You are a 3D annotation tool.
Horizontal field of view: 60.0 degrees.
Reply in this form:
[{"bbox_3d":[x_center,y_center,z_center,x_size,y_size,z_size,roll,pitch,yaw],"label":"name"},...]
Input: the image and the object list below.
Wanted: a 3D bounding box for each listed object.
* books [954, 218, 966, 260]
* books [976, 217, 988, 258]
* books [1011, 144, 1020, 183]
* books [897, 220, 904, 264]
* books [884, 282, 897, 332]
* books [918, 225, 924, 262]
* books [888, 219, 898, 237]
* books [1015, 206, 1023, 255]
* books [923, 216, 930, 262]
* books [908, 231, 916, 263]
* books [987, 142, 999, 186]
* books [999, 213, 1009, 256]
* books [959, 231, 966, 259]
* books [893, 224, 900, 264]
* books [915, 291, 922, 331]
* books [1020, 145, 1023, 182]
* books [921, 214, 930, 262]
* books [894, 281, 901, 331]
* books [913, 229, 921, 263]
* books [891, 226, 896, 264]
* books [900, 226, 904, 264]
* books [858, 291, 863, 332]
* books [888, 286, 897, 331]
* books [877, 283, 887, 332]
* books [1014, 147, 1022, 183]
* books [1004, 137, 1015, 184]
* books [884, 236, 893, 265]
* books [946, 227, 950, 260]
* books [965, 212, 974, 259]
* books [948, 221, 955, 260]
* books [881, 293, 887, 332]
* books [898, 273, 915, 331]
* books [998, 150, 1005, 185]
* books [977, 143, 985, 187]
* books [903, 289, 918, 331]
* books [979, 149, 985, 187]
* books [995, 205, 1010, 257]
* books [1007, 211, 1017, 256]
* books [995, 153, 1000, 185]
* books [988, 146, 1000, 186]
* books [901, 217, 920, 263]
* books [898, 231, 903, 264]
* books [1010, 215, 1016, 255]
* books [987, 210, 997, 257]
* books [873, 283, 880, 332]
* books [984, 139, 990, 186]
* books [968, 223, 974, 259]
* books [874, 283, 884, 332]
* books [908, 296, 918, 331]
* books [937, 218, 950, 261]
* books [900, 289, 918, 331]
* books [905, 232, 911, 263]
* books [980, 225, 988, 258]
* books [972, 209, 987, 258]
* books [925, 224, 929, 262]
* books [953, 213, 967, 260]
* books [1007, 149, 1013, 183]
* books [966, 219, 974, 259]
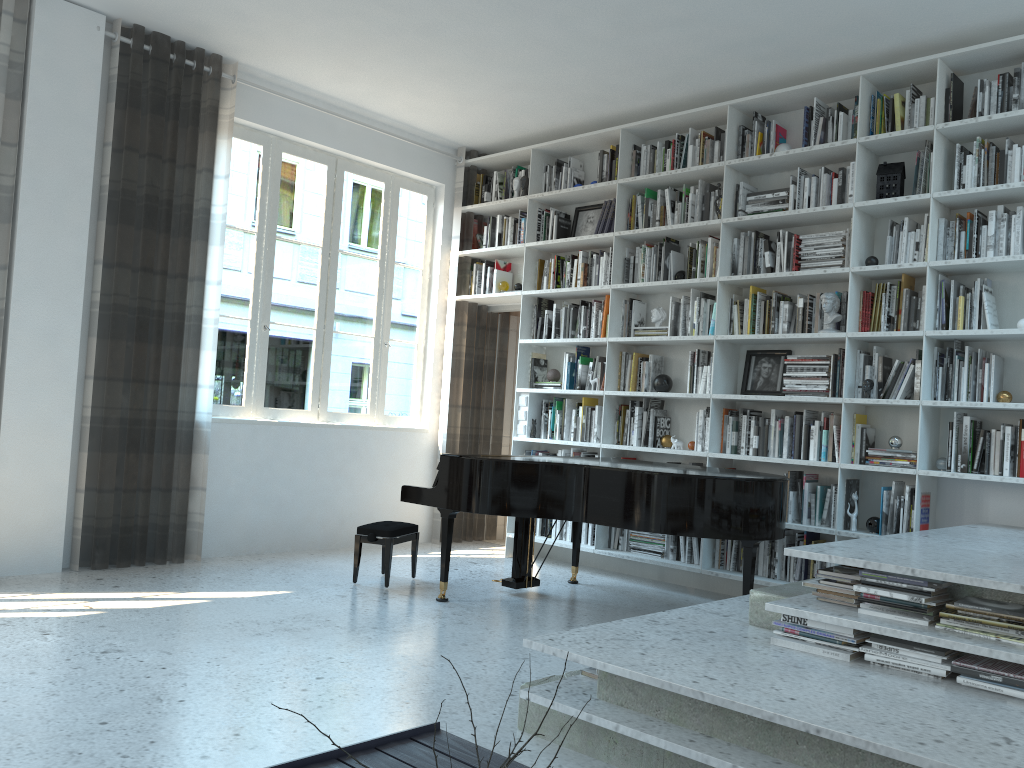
[{"bbox_3d":[2.423,-0.755,4.774,0.014,0.247,0.176,2,-3,44],"label":"books"},{"bbox_3d":[2.497,-0.748,4.699,0.022,0.237,0.164,2,-3,44],"label":"books"},{"bbox_3d":[2.633,-1.110,4.612,0.023,0.236,0.149,2,-2,44],"label":"books"},{"bbox_3d":[2.209,-0.773,4.995,0.019,0.275,0.146,2,-2,44],"label":"books"},{"bbox_3d":[2.145,-0.417,5.007,0.019,0.294,0.164,2,-2,44],"label":"books"},{"bbox_3d":[2.288,-0.750,4.909,0.024,0.234,0.149,2,-2,44],"label":"books"},{"bbox_3d":[2.166,-0.778,5.043,0.018,0.285,0.159,2,-2,44],"label":"books"},{"bbox_3d":[2.631,-0.762,4.568,0.024,0.272,0.169,2,-2,44],"label":"books"},{"bbox_3d":[2.314,-0.771,4.886,0.025,0.277,0.173,2,-2,44],"label":"books"},{"bbox_3d":[2.253,-0.733,4.930,0.027,0.196,0.185,2,-3,44],"label":"books"},{"bbox_3d":[2.557,-1.131,4.712,0.012,0.276,0.133,2,-2,44],"label":"books"},{"bbox_3d":[2.583,-0.749,4.620,0.025,0.244,0.183,2,-3,44],"label":"books"},{"bbox_3d":[2.442,-0.719,4.770,0.021,0.179,0.136,2,-3,44],"label":"books"},{"bbox_3d":[2.197,-0.760,5.004,0.028,0.250,0.164,2,-2,44],"label":"books"},{"bbox_3d":[2.273,-0.385,4.898,0.028,0.239,0.145,2,-2,44],"label":"books"},{"bbox_3d":[2.659,-1.102,4.586,0.011,0.222,0.159,2,-3,44],"label":"books"},{"bbox_3d":[2.304,-0.779,4.899,0.028,0.293,0.154,2,-2,44],"label":"books"},{"bbox_3d":[2.182,-0.416,4.953,0.019,0.293,0.182,2,-2,44],"label":"books"},{"bbox_3d":[2.269,-0.739,4.916,0.029,0.211,0.158,2,-3,44],"label":"books"},{"bbox_3d":[2.187,-0.756,5.020,0.024,0.242,0.159,2,-2,44],"label":"books"},{"bbox_3d":[2.222,-0.753,4.972,0.023,0.236,0.178,2,-3,44],"label":"books"},{"bbox_3d":[2.044,-0.398,5.123,0.014,0.254,0.161,2,-2,44],"label":"books"},{"bbox_3d":[2.174,-0.406,5.010,0.035,0.278,0.139,2,-2,44],"label":"books"},{"bbox_3d":[2.127,-0.416,5.041,0.035,0.293,0.145,2,-2,44],"label":"books"},{"bbox_3d":[2.637,-1.097,4.586,0.021,0.209,0.181,2,-3,44],"label":"books"},{"bbox_3d":[2.612,-1.133,4.652,0.013,0.284,0.154,2,-2,44],"label":"books"},{"bbox_3d":[2.157,-0.730,5.017,0.028,0.185,0.181,2,-3,44],"label":"books"},{"bbox_3d":[2.397,-0.735,4.831,0.013,0.210,0.140,2,-2,44],"label":"books"},{"bbox_3d":[2.469,-0.770,4.771,0.014,0.284,0.135,2,-2,44],"label":"books"},{"bbox_3d":[2.411,-0.751,4.814,0.030,0.242,0.138,2,-2,44],"label":"books"},{"bbox_3d":[2.133,-0.386,5.020,0.015,0.231,0.180,2,-3,44],"label":"books"},{"bbox_3d":[2.206,-0.437,4.958,0.021,0.337,0.169,2,-2,44],"label":"books"},{"bbox_3d":[2.598,-1.103,4.668,0.028,0.223,0.142,2,-2,44],"label":"books"},{"bbox_3d":[2.511,-1.129,4.725,0.010,0.268,0.166,2,-2,44],"label":"books"},{"bbox_3d":[2.218,-0.390,4.913,0.027,0.242,0.188,2,-3,44],"label":"books"},{"bbox_3d":[2.524,-1.112,4.723,0.012,0.235,0.165,2,-3,44],"label":"books"},{"bbox_3d":[2.576,-0.774,4.649,0.027,0.295,0.159,2,-2,44],"label":"books"},{"bbox_3d":[2.615,-0.756,4.618,0.024,0.262,0.133,2,-2,44],"label":"books"},{"bbox_3d":[2.580,-1.099,4.679,0.014,0.215,0.132,2,-2,44],"label":"books"},{"bbox_3d":[2.554,-1.114,4.680,0.027,0.241,0.160,2,-2,44],"label":"books"},{"bbox_3d":[2.221,-0.774,4.945,0.028,0.275,0.187,2,-3,44],"label":"books"},{"bbox_3d":[2.214,-0.738,4.986,0.023,0.207,0.171,2,-3,44],"label":"books"},{"bbox_3d":[2.621,-0.742,4.591,0.021,0.232,0.183,2,-3,44],"label":"books"},{"bbox_3d":[2.537,-0.760,4.650,0.030,0.263,0.182,2,-3,44],"label":"books"},{"bbox_3d":[2.108,-0.416,5.059,0.035,0.293,0.145,2,-2,44],"label":"books"},{"bbox_3d":[2.541,-1.141,4.719,0.021,0.296,0.138,2,-2,44],"label":"books"},{"bbox_3d":[2.478,-0.737,4.735,0.026,0.216,0.161,2,-3,44],"label":"books"},{"bbox_3d":[2.107,-0.417,5.039,0.035,0.293,0.145,2,-2,44],"label":"books"},{"bbox_3d":[2.240,-0.370,4.901,0.034,0.204,0.181,2,-3,44],"label":"books"},{"bbox_3d":[2.364,-0.758,4.826,0.028,0.251,0.190,2,-3,44],"label":"books"},{"bbox_3d":[2.218,-0.394,4.947,0.033,0.253,0.174,2,-3,44],"label":"books"},{"bbox_3d":[2.238,-0.732,4.941,0.024,0.195,0.173,2,-3,44],"label":"books"},{"bbox_3d":[2.519,-0.725,4.689,0.025,0.194,0.171,2,-3,44],"label":"books"},{"bbox_3d":[2.481,-0.770,4.708,0.014,0.280,0.177,2,-2,44],"label":"books"},{"bbox_3d":[2.313,-0.748,4.863,0.028,0.229,0.177,2,-3,44],"label":"books"},{"bbox_3d":[2.425,-0.769,4.796,0.014,0.278,0.154,2,-2,44],"label":"books"},{"bbox_3d":[2.623,-1.099,4.637,0.025,0.216,0.144,2,-2,44],"label":"books"},{"bbox_3d":[2.464,-0.747,4.747,0.013,0.236,0.157,2,-2,44],"label":"books"}]
